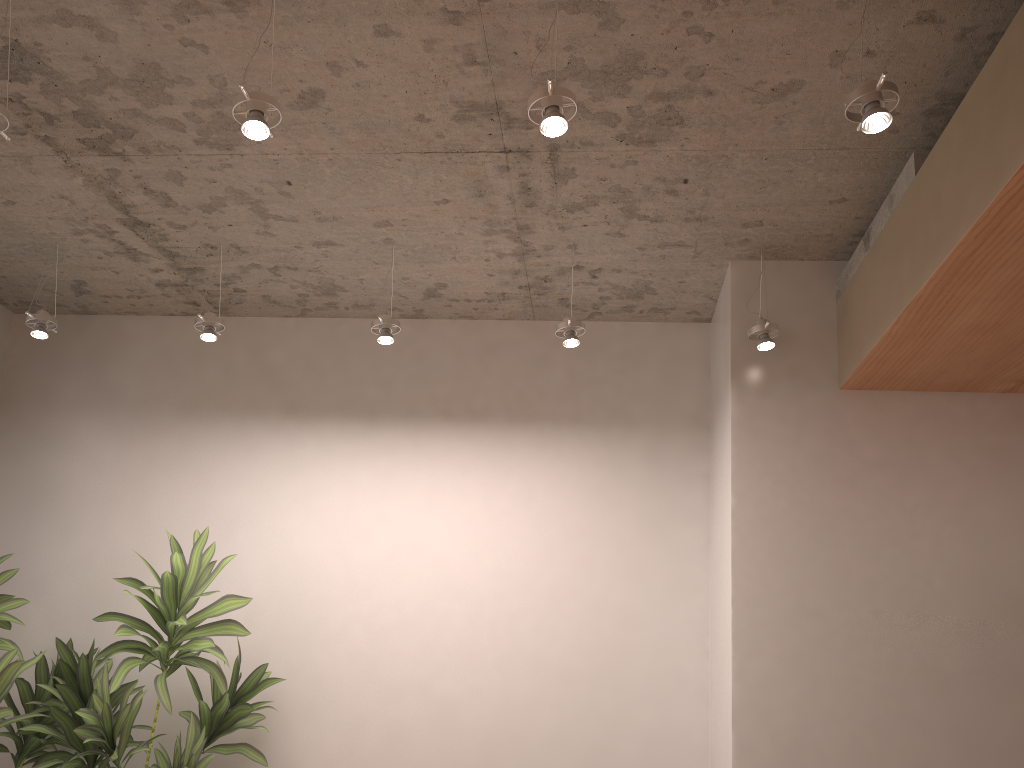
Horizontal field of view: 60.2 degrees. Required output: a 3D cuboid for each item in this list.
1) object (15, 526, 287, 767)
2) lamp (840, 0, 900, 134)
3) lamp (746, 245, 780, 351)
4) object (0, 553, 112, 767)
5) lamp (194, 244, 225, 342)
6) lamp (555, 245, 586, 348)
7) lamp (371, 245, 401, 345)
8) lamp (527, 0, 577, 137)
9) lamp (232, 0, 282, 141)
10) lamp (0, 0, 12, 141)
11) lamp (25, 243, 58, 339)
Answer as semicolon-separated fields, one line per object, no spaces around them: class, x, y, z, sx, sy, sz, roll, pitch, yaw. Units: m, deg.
object;-1.685;1.698;3.983;1.083;2.057;0.986;-2;-15;19
lamp;0.932;-0.882;2.305;0.134;0.472;0.203;10;-16;-25
lamp;4.644;0.636;1.700;8.258;3.325;0.453;-5;-16;24
object;-2.359;1.679;4.045;0.971;2.057;1.101;-3;-16;24
lamp;-1.368;-0.429;4.061;0.134;0.472;0.203;10;-16;-25
lamp;0.262;-0.395;3.877;0.134;0.472;0.203;10;-16;-25
lamp;-0.553;-0.412;3.969;0.134;0.472;0.203;10;-16;-25
lamp;0.116;-0.899;2.397;0.134;0.472;0.203;10;-16;-25
lamp;-0.699;-0.916;2.489;0.134;0.472;0.203;10;-16;-25
lamp;-1.514;-0.933;2.581;0.134;0.472;0.203;10;-16;-25
lamp;-2.183;-0.446;4.154;0.134;0.472;0.203;10;-16;-25
